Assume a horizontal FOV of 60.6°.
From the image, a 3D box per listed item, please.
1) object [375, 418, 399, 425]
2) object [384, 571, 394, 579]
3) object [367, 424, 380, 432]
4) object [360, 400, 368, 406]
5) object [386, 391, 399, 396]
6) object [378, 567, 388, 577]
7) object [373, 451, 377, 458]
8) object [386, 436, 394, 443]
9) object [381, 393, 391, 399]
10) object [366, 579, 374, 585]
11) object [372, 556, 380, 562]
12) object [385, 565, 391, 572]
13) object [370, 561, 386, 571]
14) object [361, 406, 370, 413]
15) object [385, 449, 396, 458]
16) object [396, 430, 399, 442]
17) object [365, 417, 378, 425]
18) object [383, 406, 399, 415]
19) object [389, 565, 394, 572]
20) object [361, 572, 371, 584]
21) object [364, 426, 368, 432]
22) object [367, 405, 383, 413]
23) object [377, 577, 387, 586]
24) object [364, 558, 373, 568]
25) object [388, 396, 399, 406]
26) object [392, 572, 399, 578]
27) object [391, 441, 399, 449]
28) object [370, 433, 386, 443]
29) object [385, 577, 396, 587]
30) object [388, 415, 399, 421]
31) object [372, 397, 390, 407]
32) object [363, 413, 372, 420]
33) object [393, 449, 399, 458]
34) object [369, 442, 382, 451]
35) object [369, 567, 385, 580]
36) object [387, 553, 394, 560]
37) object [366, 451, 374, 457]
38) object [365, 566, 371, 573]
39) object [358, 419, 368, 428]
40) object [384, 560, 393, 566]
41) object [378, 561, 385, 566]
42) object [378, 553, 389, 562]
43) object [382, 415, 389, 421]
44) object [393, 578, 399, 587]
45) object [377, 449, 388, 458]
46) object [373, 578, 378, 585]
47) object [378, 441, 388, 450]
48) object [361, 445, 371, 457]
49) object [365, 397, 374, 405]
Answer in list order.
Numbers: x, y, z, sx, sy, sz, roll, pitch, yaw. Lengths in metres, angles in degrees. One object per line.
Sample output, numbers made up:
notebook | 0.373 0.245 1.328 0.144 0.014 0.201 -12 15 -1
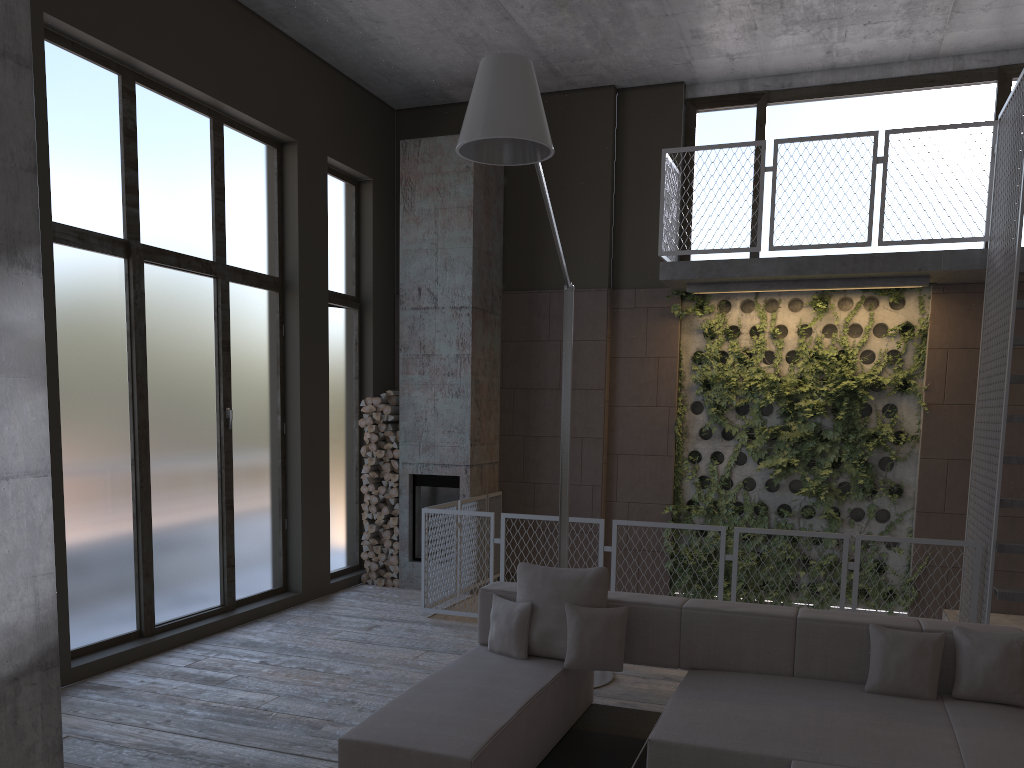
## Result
object | -1.309 0.399 9.333 0.114 0.080 0.432 1 -1 20
object | -1.244 2.052 9.538 0.114 0.080 0.432 1 -1 20
object | -1.381 0.471 9.343 0.093 0.084 0.477 2 -1 20
object | -1.485 0.205 9.351 0.067 0.069 0.420 2 -1 20
object | -1.217 0.102 9.293 0.087 0.056 0.330 1 -1 20
object | -1.336 2.039 9.581 0.101 0.087 0.361 2 -1 20
object | -1.363 0.750 9.414 0.067 0.068 0.420 2 -1 20
object | -1.244 0.598 9.423 0.103 0.103 0.290 2 0 20
object | -1.284 0.139 9.294 0.065 0.074 0.357 2 -1 19
object | -1.463 2.131 9.603 0.067 0.068 0.420 2 -1 20
object | -1.404 1.876 9.514 0.089 0.057 0.330 1 -1 20
object | -1.268 1.982 9.586 0.103 0.103 0.290 2 0 20
object | -1.421 1.951 9.496 0.098 0.108 0.292 2 0 21
object | -1.470 0.276 9.382 0.122 0.069 0.361 1 -1 22
object | -1.207 0.741 9.373 0.090 0.090 0.452 2 -1 20
object | -1.117 0.550 9.304 0.063 0.127 0.362 3 0 19
object | -1.413 0.392 9.339 0.091 0.090 0.453 2 -1 20
object | -1.217 0.278 9.266 0.093 0.094 0.435 2 -1 20
object | -1.208 1.971 9.488 0.066 0.086 0.422 2 -1 18
object | -1.535 2.102 9.588 0.064 0.126 0.362 3 0 19
object | -1.452 0.481 9.372 0.067 0.068 0.420 2 -1 20
object | -1.390 0.265 9.311 0.112 0.080 0.433 1 -1 20
object | -1.316 2.124 9.547 0.093 0.084 0.477 2 -1 20
object | -1.494 1.942 9.569 0.100 0.104 0.291 2 0 22
object | -1.206 0.181 9.329 0.099 0.109 0.292 2 0 21
object | -1.178 2.027 9.491 0.071 0.073 0.420 2 -1 20
object | -1.154 0.643 9.328 0.071 0.073 0.420 2 -1 20
object | -1.397 0.567 9.334 0.098 0.108 0.292 2 0 21
object | -1.231 2.125 9.536 0.090 0.090 0.452 2 -1 20
object | -1.178 0.358 9.267 0.066 0.068 0.420 2 -1 20
object | -1.359 0.195 9.246 0.103 0.104 0.290 2 0 20
object | -1.463 0.349 9.375 0.066 0.087 0.423 2 -1 18
object | -1.127 0.733 9.338 0.091 0.093 0.435 2 -1 20
object | -1.394 0.669 9.423 0.092 0.094 0.435 2 -1 20
object | -1.418 2.053 9.585 0.092 0.094 0.435 2 -1 20
object | -1.230 1.838 9.497 0.067 0.072 0.421 2 -1 20
object | -1.438 0.747 9.441 0.067 0.068 0.420 2 -1 20
object | -1.507 1.988 9.490 0.045 0.073 0.249 3 -1 20
object | -1.494 0.417 9.376 0.091 0.093 0.435 2 -1 20
object | -1.244 1.904 9.481 0.121 0.068 0.361 1 -1 22
object | -1.339 1.917 9.522 0.064 0.075 0.357 2 -1 19
object | -1.306 1.846 9.495 0.090 0.090 0.452 2 -1 19
object | -1.253 0.358 9.295 0.067 0.067 0.420 2 -1 20
object | -1.151 2.117 9.501 0.091 0.093 0.435 2 -1 20
object | -1.292 0.740 9.384 0.093 0.084 0.477 2 -1 20
object | -1.387 2.134 9.576 0.067 0.068 0.420 2 -1 20
object | -1.312 0.655 9.419 0.101 0.087 0.361 2 -1 20
object | -1.511 0.718 9.426 0.064 0.126 0.362 3 0 19
object | -1.416 0.191 9.355 0.090 0.091 0.453 2 -1 19
